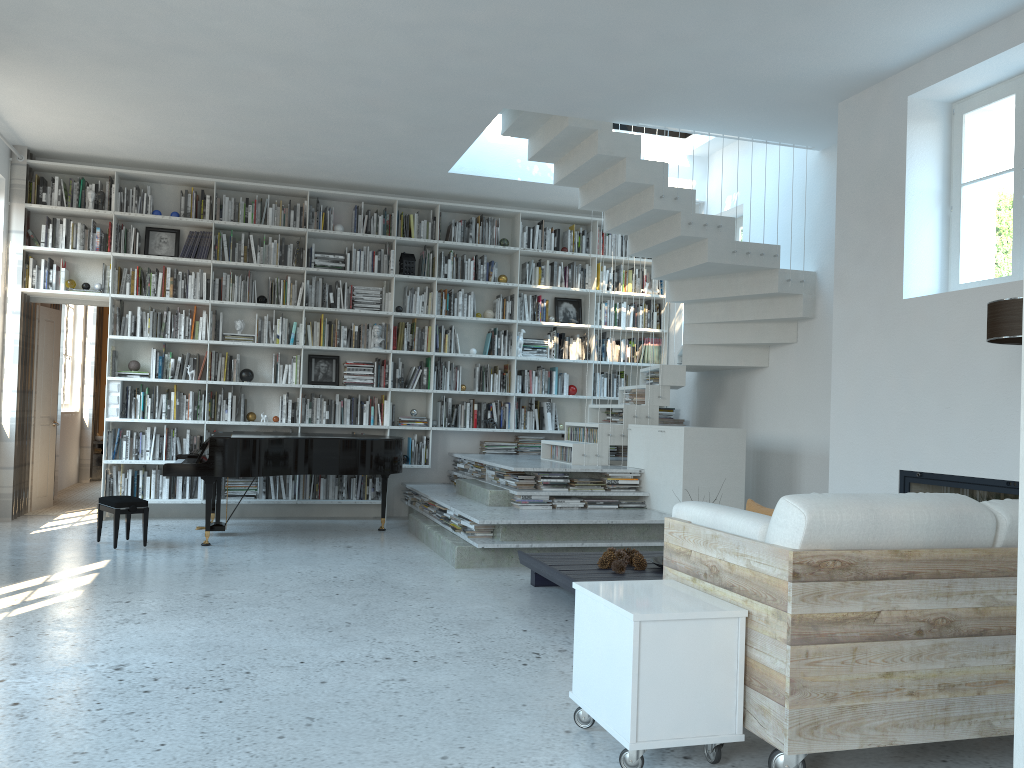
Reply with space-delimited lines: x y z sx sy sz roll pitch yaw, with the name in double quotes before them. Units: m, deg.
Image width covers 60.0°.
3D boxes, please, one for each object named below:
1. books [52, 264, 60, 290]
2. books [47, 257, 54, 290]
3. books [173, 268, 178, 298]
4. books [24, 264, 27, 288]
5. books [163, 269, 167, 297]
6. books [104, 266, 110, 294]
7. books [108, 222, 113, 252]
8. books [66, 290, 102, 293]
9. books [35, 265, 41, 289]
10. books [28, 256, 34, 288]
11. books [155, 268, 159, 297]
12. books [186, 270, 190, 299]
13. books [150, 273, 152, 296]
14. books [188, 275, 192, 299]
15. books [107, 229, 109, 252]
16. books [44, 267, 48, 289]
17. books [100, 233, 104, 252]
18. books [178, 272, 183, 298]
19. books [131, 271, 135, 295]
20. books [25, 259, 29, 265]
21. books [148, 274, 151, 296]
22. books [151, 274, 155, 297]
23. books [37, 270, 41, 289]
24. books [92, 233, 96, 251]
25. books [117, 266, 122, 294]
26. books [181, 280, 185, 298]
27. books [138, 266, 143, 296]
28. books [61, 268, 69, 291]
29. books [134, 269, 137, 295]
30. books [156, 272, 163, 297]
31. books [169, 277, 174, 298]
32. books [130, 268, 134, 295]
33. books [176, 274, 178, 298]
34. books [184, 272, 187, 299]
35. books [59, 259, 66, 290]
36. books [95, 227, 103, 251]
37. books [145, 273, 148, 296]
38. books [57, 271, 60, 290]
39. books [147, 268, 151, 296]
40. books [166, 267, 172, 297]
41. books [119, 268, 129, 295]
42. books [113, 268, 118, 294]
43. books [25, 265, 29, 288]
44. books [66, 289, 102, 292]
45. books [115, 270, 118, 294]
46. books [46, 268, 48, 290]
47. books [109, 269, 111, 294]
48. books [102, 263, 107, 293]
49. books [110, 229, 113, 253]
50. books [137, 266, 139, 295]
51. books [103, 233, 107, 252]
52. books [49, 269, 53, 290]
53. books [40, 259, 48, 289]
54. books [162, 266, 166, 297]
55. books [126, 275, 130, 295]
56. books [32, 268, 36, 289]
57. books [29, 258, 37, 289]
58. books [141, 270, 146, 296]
"books" -4.057 -0.933 7.896 0.021 0.237 0.188 2 -2 -17
"books" -4.106 -0.965 7.886 0.013 0.297 0.187 2 -1 -17
"books" -3.113 -0.916 8.211 0.025 0.286 0.161 2 -1 -17
"books" -4.290 -0.938 7.844 0.013 0.228 0.179 2 -2 -17
"books" -3.188 -0.912 8.169 0.023 0.271 0.187 2 -1 -17
"books" -3.670 -0.931 8.057 0.044 0.269 0.134 2 -1 -17
"books" -3.644 -1.310 8.051 0.014 0.294 0.173 2 -1 -17
"books" -3.846 -0.823 7.986 0.285 0.012 0.159 3 -2 -20
"books" -4.205 -0.930 7.870 0.010 0.220 0.181 2 -2 -17
"books" -4.270 -0.974 7.875 0.013 0.303 0.135 2 -1 -17
"books" -3.267 -0.916 8.157 0.014 0.272 0.180 2 -1 -17
"books" -3.005 -0.909 8.231 0.012 0.281 0.188 2 -1 -17
"books" -3.310 -0.896 8.146 0.011 0.229 0.170 2 -2 -17
"books" -2.985 -0.883 8.233 0.030 0.230 0.172 2 -2 -17
"books" -3.662 -1.281 8.058 0.014 0.235 0.144 2 -1 -17
"books" -4.147 -0.924 7.914 0.023 0.214 0.140 2 -1 -17
"books" -3.708 -1.263 8.044 0.029 0.195 0.146 2 -2 -17
"books" -3.077 -0.901 8.225 0.029 0.260 0.157 2 -1 -17
"books" -3.453 -0.903 8.099 0.030 0.230 0.172 2 -2 -17
"books" -4.298 -0.961 7.830 0.011 0.272 0.188 2 -1 -17
"books" -3.320 -0.891 8.136 0.014 0.218 0.164 2 -2 -17
"books" -3.288 -0.889 8.145 0.031 0.217 0.173 2 -2 -17
"books" -4.194 -0.911 7.899 0.029 0.185 0.134 2 -2 -17
"books" -3.763 -1.259 8.021 0.031 0.182 0.151 2 -2 -17
"books" -3.566 -0.924 8.061 0.012 0.263 0.180 2 -1 -17
"books" -3.054 -0.863 8.230 0.022 0.186 0.136 2 -2 -17
"books" -3.398 -0.924 8.107 0.011 0.277 0.164 2 -1 -17
"books" -3.995 -0.917 7.922 0.029 0.211 0.187 2 -2 -17
"books" -3.431 -0.913 8.104 0.014 0.252 0.187 2 -2 -17
"books" -3.240 -0.897 8.170 0.047 0.238 0.162 2 -1 -17
"books" -3.133 -0.872 8.176 0.029 0.195 0.192 2 -2 -17
"books" -3.473 -0.920 8.097 0.010 0.262 0.151 2 -1 -17
"books" -3.093 -0.888 8.205 0.013 0.232 0.171 2 -2 -17
"books" -3.033 -0.899 8.242 0.035 0.260 0.131 2 -1 -17
"books" -4.018 -0.961 7.930 0.013 0.298 0.179 2 -1 -17
"books" -3.727 -1.281 8.009 0.029 0.229 0.191 2 -2 -17
"books" -3.349 -0.898 8.144 0.012 0.230 0.149 2 -1 -17
"books" -4.045 -0.908 7.942 0.029 0.191 0.134 2 -2 -17
"books" -3.336 -0.921 8.144 0.012 0.277 0.150 2 -1 -17
"books" -3.161 -0.918 8.172 0.030 0.285 0.185 2 -1 -17
"books" -3.535 -0.920 8.087 0.062 0.258 0.153 2 -1 -17
"books" -3.603 -0.921 8.067 0.012 0.254 0.161 2 -1 -17
"books" -4.278 -0.934 7.848 0.013 0.222 0.162 2 -2 -17
"books" -3.846 -0.835 7.989 0.285 0.012 0.159 2 -2 -15
"books" -3.585 -0.909 8.064 0.022 0.232 0.151 2 -1 -17
"books" -4.125 -0.920 7.899 0.011 0.206 0.163 2 -2 -17
"books" -3.616 -0.908 8.019 0.021 0.224 0.231 2 -2 -17
"books" -3.691 -0.940 8.028 0.012 0.285 0.159 2 -1 -17
"books" -3.625 -1.295 8.073 0.037 0.268 0.113 2 -1 -17
"books" -3.416 -0.926 8.112 0.020 0.281 0.164 2 -1 -17
"books" -3.678 -1.258 8.038 0.026 0.188 0.154 2 -2 -17
"books" -4.094 -0.912 7.904 0.024 0.193 0.181 2 -2 -17
"books" -4.163 -0.959 7.892 0.022 0.281 0.156 2 -1 -17
"books" -3.211 -0.929 8.182 0.014 0.304 0.151 2 -1 -17
"books" -3.487 -0.887 8.076 0.026 0.195 0.175 2 -2 -17
"books" -4.226 -0.919 7.872 0.029 0.197 0.160 2 -2 -17
"books" -4.247 -0.963 7.858 0.023 0.281 0.170 2 -1 -17
"books" -3.376 -0.909 8.131 0.047 0.249 0.134 2 -1 -17
